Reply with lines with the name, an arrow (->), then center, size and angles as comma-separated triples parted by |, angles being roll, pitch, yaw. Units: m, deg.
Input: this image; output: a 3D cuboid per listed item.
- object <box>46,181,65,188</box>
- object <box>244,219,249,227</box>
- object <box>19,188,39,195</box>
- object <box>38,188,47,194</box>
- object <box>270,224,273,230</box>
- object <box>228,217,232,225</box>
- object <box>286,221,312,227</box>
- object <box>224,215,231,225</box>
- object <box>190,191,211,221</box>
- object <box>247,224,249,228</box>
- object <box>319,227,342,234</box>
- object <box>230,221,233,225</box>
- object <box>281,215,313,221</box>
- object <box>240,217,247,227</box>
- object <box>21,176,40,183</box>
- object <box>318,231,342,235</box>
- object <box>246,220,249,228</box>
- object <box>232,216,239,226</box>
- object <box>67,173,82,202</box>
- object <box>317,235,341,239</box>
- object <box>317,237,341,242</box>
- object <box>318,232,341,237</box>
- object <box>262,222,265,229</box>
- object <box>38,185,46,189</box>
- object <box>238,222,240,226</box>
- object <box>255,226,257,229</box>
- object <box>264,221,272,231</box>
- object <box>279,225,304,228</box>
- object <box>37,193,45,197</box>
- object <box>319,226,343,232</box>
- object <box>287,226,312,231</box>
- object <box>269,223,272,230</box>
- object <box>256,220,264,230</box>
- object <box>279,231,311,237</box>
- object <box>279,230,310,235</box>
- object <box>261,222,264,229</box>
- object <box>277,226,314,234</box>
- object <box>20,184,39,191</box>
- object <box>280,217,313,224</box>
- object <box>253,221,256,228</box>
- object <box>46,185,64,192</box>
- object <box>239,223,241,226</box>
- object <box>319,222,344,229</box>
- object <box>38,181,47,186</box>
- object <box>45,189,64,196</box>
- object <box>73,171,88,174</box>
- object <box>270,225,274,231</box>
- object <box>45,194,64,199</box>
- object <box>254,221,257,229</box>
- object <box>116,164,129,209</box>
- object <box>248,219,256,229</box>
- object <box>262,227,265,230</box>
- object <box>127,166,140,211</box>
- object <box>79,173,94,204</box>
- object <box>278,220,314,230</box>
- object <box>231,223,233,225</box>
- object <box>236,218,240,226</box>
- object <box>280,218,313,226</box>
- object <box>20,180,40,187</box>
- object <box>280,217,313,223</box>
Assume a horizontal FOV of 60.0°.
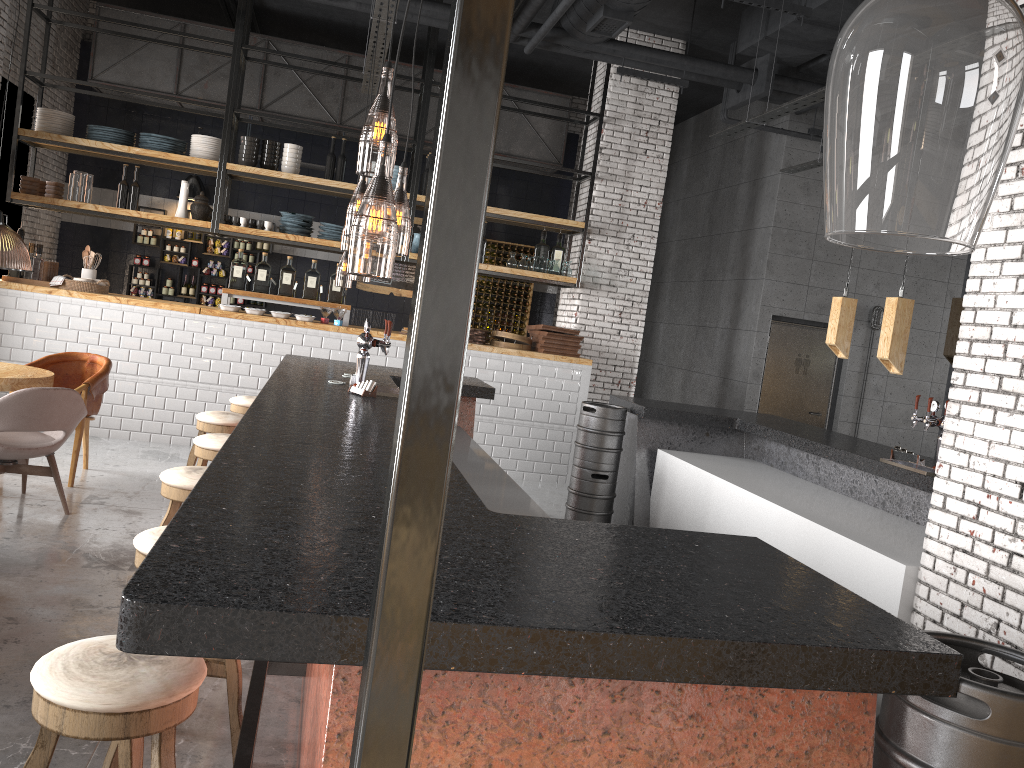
object -> -4.508, -1.961, 8.734 | 0.157, 0.053, 0.168 | 7, 4, -7
object -> -2.718, -1.629, 9.002 | 0.072, 0.097, 0.072 | 7, 3, -11
object -> -4.657, -1.845, 8.561 | 0.157, 0.053, 0.168 | 7, 4, -12
object -> -4.688, -1.913, 8.811 | 0.157, 0.053, 0.168 | 7, 4, -12
object -> -2.511, -1.612, 9.166 | 0.072, 0.097, 0.072 | 7, 3, -13
object -> -2.870, -1.648, 8.969 | 0.072, 0.097, 0.072 | 7, 3, -13
object -> -2.242, -1.651, 9.204 | 0.334, 0.039, 0.335 | 7, 4, -13
object -> -2.846, -1.636, 8.854 | 0.072, 0.097, 0.072 | 9, 3, 11
object -> -3.140, -1.792, 8.944 | 0.196, 0.305, 0.196 | 10, 4, 25
object -> -2.766, -1.653, 9.230 | 0.072, 0.097, 0.072 | 7, 4, -23
object -> -1.803, -1.587, 9.299 | 0.453, 0.065, 0.454 | 12, 5, 40
object -> -2.893, -1.660, 9.083 | 0.072, 0.097, 0.072 | 6, 4, -24
object -> -2.233, -1.706, 9.201 | 0.334, 0.036, 0.335 | 6, 4, -23
object -> -2.695, -1.618, 8.887 | 0.072, 0.097, 0.072 | 10, 4, 28
object -> -4.640, -1.966, 8.555 | 0.157, 0.053, 0.168 | 7, 4, -12
object -> -1.809, -1.564, 9.299 | 0.455, 0.062, 0.452 | 11, 5, 32
object -> -2.742, -1.641, 9.116 | 0.072, 0.097, 0.072 | 6, 4, -24
object -> -2.771, -1.627, 8.871 | 0.072, 0.097, 0.072 | 9, 3, 10
object -> -4.220, -1.895, 8.577 | 0.107, 0.264, 0.152 | 9, 3, 15
object -> -1.815, -1.516, 9.304 | 0.453, 0.042, 0.455 | 5, 5, -37
object -> -1.818, -1.492, 9.305 | 0.453, 0.033, 0.455 | 6, 5, -30
object -> -1.810, -1.540, 9.303 | 0.454, 0.050, 0.454 | 9, 4, 8
object -> -2.588, -1.622, 9.149 | 0.072, 0.097, 0.072 | 8, 3, -4
object -> -4.683, -1.949, 8.809 | 0.157, 0.053, 0.168 | 7, 4, -12
object -> -2.818, -1.650, 9.099 | 0.072, 0.097, 0.072 | 9, 4, 20
object -> -2.686, -1.643, 9.247 | 0.072, 0.097, 0.072 | 10, 4, 32
object -> -2.464, -1.589, 8.937 | 0.072, 0.097, 0.072 | 9, 4, 20
object -> -2.247, -1.613, 9.206 | 0.334, 0.045, 0.335 | 7, 4, -16
object -> -4.694, -1.869, 8.813 | 0.157, 0.053, 0.168 | 7, 4, -12
object -> -1.802, -1.609, 9.298 | 0.454, 0.048, 0.454 | 9, 4, 15
object -> -2.250, -1.601, 9.208 | 0.334, 0.051, 0.335 | 9, 4, 18
object -> -2.488, -1.601, 9.052 | 0.072, 0.097, 0.072 | 8, 3, -8
object -> -2.540, -1.598, 8.921 | 0.072, 0.097, 0.072 | 8, 3, -3
object -> -2.255, -1.548, 9.210 | 0.334, 0.033, 0.335 | 4, 6, -43
object -> -2.253, -1.561, 9.208 | 0.334, 0.046, 0.335 | 6, 5, -27
object -> -2.564, -1.610, 9.035 | 0.072, 0.097, 0.072 | 11, 4, 37
object -> -2.252, -1.584, 9.210 | 0.373, 0.067, 0.373 | 6, 5, -31
object -> -4.651, -1.890, 8.559 | 0.157, 0.053, 0.168 | 7, 4, -12
object -> -2.237, -1.680, 9.205 | 0.335, 0.052, 0.334 | 8, 4, 5
object -> -2.639, -1.619, 9.019 | 0.072, 0.097, 0.072 | 9, 4, 16
object -> -4.514, -1.920, 8.736 | 0.157, 0.053, 0.168 | 7, 4, -7
object -> -2.842, -1.662, 9.213 | 0.072, 0.097, 0.072 | 8, 3, 6
object -> -1.796, -1.634, 9.298 | 0.453, 0.062, 0.454 | 8, 4, 3
object -> -4.677, -1.990, 8.807 | 0.157, 0.053, 0.168 | 7, 4, -12
object -> -4.519, -1.884, 8.738 | 0.157, 0.053, 0.168 | 7, 4, -7
object -> -4.291, -1.948, 8.816 | 0.126, 0.313, 0.179 | 9, 3, 20
object -> -2.535, -1.624, 9.280 | 0.072, 0.097, 0.072 | 7, 3, -12
object -> -4.525, -1.840, 8.740 | 0.157, 0.053, 0.168 | 7, 4, -7
object -> -2.663, -1.631, 9.133 | 0.072, 0.097, 0.072 | 9, 4, 17
object -> -3.933, -1.987, 8.977 | 0.098, 0.470, 0.098 | 6, 4, -35
object -> -2.615, -1.608, 8.905 | 0.072, 0.097, 0.072 | 8, 3, 8
object -> -2.611, -1.633, 9.264 | 0.072, 0.097, 0.072 | 5, 5, -45
object -> -3.829, -1.974, 9.000 | 0.098, 0.470, 0.098 | 6, 4, -35
object -> -4.175, -1.908, 8.695 | 0.118, 0.293, 0.169 | 8, 3, -7
object -> -2.240, -1.634, 9.206 | 0.371, 0.071, 0.373 | 8, 4, 0
object -> -2.917, -1.671, 9.197 | 0.072, 0.097, 0.072 | 9, 3, 12
object -> -2.795, -1.639, 8.985 | 0.072, 0.097, 0.072 | 6, 4, -26
object -> -2.238, -1.665, 9.206 | 0.335, 0.052, 0.334 | 10, 5, 26
object -> -4.646, -1.925, 8.557 | 0.157, 0.053, 0.168 | 7, 4, -12
object -> -2.235, -1.691, 9.202 | 0.334, 0.035, 0.335 | 5, 5, -37
